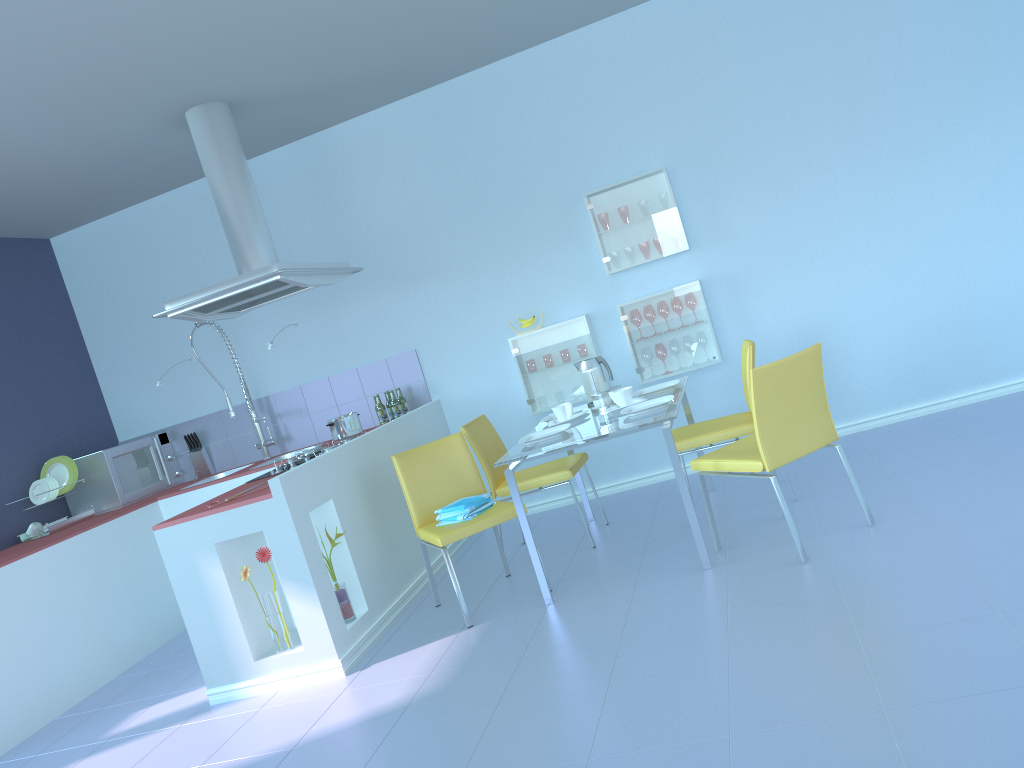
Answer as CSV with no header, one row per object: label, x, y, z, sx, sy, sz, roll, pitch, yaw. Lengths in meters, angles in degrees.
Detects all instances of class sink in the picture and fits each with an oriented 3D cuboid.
sink,-1.282,0.501,5.160,0.326,0.172,0.428,-16,4,15
sink,-1.722,0.631,5.282,0.326,0.172,0.428,-16,4,15

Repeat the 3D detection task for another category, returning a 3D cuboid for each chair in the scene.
chair,-0.196,0.581,3.756,0.387,0.695,0.484,-19,4,-21
chair,0.956,0.204,4.033,0.484,0.695,0.387,-17,4,12
chair,0.965,0.247,3.318,0.387,0.695,0.484,-19,4,-27
chair,0.106,0.452,4.296,0.484,0.695,0.387,-16,4,17

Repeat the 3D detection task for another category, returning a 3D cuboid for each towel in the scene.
towel,-0.194,0.536,3.741,0.195,0.024,0.201,-14,5,40
towel,-0.195,0.550,3.741,0.195,0.024,0.201,-15,4,34
towel,-0.206,0.506,3.743,0.195,0.033,0.190,-14,5,41
towel,-0.202,0.522,3.741,0.195,0.027,0.192,-15,4,36

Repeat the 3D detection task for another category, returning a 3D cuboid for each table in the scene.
table,0.486,0.417,3.936,0.730,0.590,1.173,-16,4,15

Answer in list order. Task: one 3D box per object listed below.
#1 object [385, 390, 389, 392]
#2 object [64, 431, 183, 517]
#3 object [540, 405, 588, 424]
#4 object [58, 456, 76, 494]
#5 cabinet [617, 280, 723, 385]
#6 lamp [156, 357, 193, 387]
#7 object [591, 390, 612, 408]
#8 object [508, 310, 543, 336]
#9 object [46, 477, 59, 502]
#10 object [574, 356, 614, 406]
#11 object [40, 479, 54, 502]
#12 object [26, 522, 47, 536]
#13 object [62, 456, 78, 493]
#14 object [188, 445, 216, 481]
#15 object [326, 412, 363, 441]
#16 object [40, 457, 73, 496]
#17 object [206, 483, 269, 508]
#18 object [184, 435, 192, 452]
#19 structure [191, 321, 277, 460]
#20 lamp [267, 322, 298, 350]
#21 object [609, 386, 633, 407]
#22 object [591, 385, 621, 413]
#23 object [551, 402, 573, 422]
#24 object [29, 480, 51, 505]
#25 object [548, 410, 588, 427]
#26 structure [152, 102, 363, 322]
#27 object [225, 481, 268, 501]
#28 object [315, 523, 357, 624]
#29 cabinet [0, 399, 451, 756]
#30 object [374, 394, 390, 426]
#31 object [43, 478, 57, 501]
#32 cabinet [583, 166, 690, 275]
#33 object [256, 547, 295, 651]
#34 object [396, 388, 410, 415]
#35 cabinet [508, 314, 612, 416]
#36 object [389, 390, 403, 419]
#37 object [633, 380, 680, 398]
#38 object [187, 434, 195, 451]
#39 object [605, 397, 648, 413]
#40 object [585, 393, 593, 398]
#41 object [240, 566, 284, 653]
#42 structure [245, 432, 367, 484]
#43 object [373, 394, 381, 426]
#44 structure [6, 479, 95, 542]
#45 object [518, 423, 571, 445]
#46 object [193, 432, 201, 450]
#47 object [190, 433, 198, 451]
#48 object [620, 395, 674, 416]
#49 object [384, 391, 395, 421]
object,-0.703,0.131,5.160,0.052,0.190,0.052,-19,4,-20
object,-2.380,0.551,5.434,0.367,0.350,0.611,-16,4,15
object,0.251,0.150,4.242,0.228,0.020,0.228,-16,4,17
object,-2.579,0.522,5.054,0.220,0.214,0.053,-17,4,12
cabinet,0.853,-0.278,4.790,0.450,0.450,0.173,-16,4,15
lamp,-2.052,-0.078,5.393,0.037,0.134,0.400,-16,4,15
object,0.416,0.076,4.091,0.087,0.071,0.090,-19,4,-20
object,0.086,-0.338,4.975,0.203,0.100,0.077,-17,4,7
object,-2.583,0.587,4.947,0.140,0.136,0.039,-17,4,11
object,0.411,-0.016,4.398,0.146,0.222,0.132,-20,4,-33
object,-2.591,0.593,4.900,0.140,0.136,0.039,-17,4,11
object,-2.598,0.795,4.826,0.083,0.082,0.097,-20,5,-42
object,-2.576,0.520,5.075,0.220,0.214,0.053,-17,4,12
object,-1.968,0.493,5.584,0.100,0.200,0.109,-16,4,15
object,-0.842,0.214,4.475,0.157,0.106,0.170,-17,4,-2
object,-2.583,0.524,5.034,0.220,0.214,0.053,-17,4,12
object,-1.114,0.455,3.635,0.269,0.006,0.151,-19,4,-23
object,-2.019,0.447,5.595,0.019,0.265,0.037,-17,4,5
structure,-1.641,0.031,5.316,0.308,0.920,0.178,-16,4,13
lamp,-1.341,-0.286,5.195,0.037,0.134,0.400,-16,4,15
object,0.492,0.063,3.888,0.091,0.083,0.111,-18,4,-13
object,0.437,0.070,4.088,0.166,0.081,0.123,-17,4,6
object,0.234,0.136,4.009,0.091,0.083,0.111,-18,4,-3
object,-2.596,0.596,4.876,0.140,0.136,0.039,-17,4,11
object,0.257,0.163,4.012,0.190,0.020,0.194,-17,4,6
structure,-1.320,-0.853,4.276,0.695,0.962,0.895,-16,4,15
object,-1.101,0.441,3.689,0.041,0.009,0.375,-17,4,12
object,-0.732,0.770,3.604,0.067,0.423,0.229,-14,5,46
cabinet,-1.573,0.912,4.514,2.200,0.800,2.139,-16,4,15
object,-0.745,0.151,5.062,0.052,0.190,0.052,-19,4,-20
object,-2.587,0.590,4.923,0.140,0.136,0.039,-17,4,11
cabinet,0.669,-0.869,4.752,0.450,0.450,0.173,-16,4,15
object,-0.919,0.837,3.453,0.054,0.427,0.090,-21,5,-43
object,-0.631,0.114,5.112,0.052,0.187,0.052,-15,4,34
cabinet,0.268,-0.106,4.953,0.450,0.450,0.173,-16,4,15
object,-0.661,0.127,5.051,0.052,0.187,0.052,-15,4,34
object,0.672,0.026,4.118,0.228,0.020,0.228,-17,4,12
object,-1.999,0.441,5.590,0.019,0.265,0.038,-16,4,24
object,0.489,0.099,3.887,0.190,0.020,0.194,-18,4,-4
object,0.382,0.068,4.080,0.077,0.079,0.023,-19,4,-20
object,-0.991,0.889,3.492,0.085,0.365,0.050,-17,4,13
structure,-0.956,0.337,4.357,0.500,0.047,0.600,-16,4,15
object,-0.762,0.152,5.126,0.052,0.190,0.052,-19,4,-20
structure,-2.550,0.701,4.933,0.194,0.225,0.408,-17,4,12
object,0.141,0.216,3.745,0.228,0.020,0.228,-17,4,12
object,-1.955,0.429,5.578,0.019,0.265,0.037,-16,4,24
object,-1.977,0.435,5.584,0.019,0.265,0.038,-16,4,24
object,0.558,0.093,3.638,0.228,0.020,0.228,-17,4,12
object,-0.694,0.134,5.100,0.052,0.187,0.052,-15,4,34
